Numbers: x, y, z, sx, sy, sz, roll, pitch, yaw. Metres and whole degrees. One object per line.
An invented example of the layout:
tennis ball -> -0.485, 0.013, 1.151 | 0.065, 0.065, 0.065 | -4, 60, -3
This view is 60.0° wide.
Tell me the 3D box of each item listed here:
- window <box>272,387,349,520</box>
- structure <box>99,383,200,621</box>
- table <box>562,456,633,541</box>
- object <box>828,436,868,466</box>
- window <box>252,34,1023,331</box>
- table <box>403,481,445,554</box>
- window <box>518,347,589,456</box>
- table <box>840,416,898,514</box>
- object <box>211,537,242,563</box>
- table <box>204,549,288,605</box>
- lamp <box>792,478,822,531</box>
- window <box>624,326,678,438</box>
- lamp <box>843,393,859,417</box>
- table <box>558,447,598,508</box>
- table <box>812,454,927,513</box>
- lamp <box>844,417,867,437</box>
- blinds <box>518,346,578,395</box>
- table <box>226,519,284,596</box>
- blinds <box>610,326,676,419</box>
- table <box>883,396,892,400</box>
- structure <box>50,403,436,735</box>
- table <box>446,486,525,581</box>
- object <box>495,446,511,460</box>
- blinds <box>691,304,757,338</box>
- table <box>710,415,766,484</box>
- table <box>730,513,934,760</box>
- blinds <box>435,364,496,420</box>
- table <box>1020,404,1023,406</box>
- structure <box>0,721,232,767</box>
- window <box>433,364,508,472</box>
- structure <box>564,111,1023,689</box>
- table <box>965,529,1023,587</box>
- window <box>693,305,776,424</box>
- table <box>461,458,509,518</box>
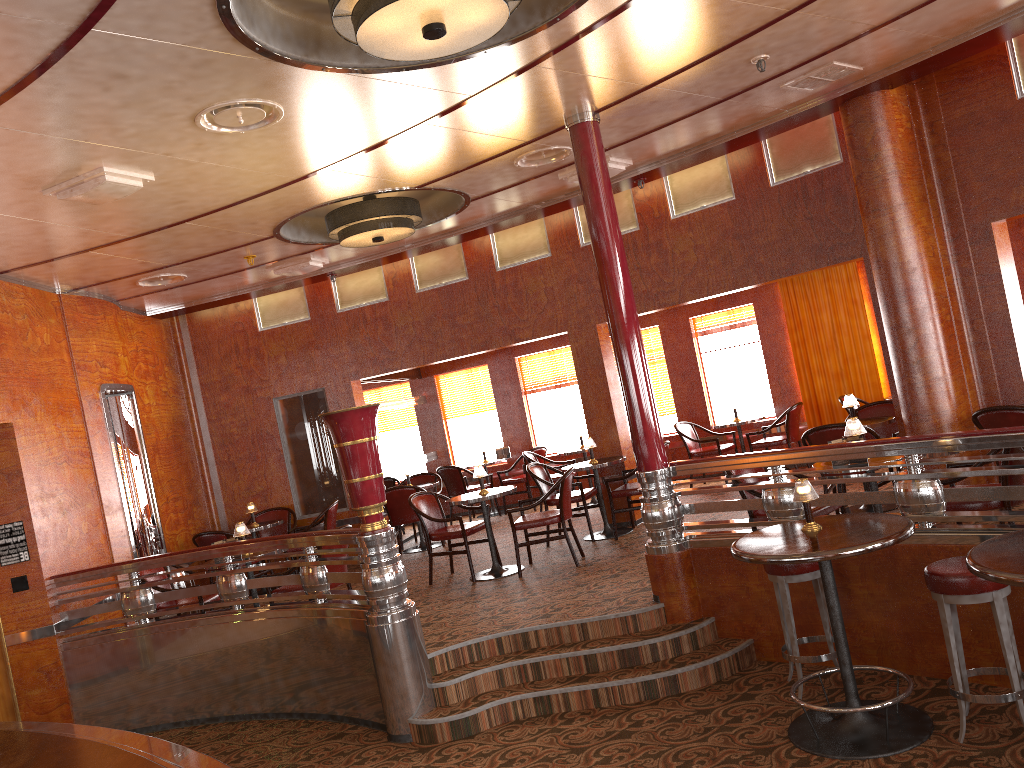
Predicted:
window -> -2.280, 0.800, 10.330 | 0.807, 1.440, 0.257 | -12, 0, 12
structure -> -3.408, 1.149, 8.249 | 0.557, 2.354, 0.811 | -12, 0, 8
table -> 0.871, 1.121, 8.682 | 0.640, 0.720, 0.639 | -12, -1, 16
object -> 1.969, 0.386, 5.143 | 0.195, 0.156, 0.170 | -11, -1, -44
window -> 1.845, -1.885, 6.902 | 11.965, 0.480, 1.954 | -12, -1, 44
table -> -1.095, 1.550, 10.293 | 0.640, 0.720, 0.639 | -12, -1, 16
window -> 0.596, 0.249, 12.239 | 0.821, 1.420, 0.040 | -12, 0, 22
table -> 2.910, 0.683, 7.366 | 0.639, 0.720, 0.640 | -11, -1, -2
object -> -2.169, 1.256, 6.733 | 0.195, 0.156, 0.169 | -11, -1, -19
table -> -1.984, 1.668, 6.861 | 0.640, 0.720, 0.639 | -12, -1, 16
lamp -> 1.454, 0.592, 4.375 | 0.130, 0.250, 0.130 | -11, 0, -2
window -> 1.713, 0.013, 11.706 | 0.821, 1.420, 0.040 | -12, 0, 28
lamp -> 2.821, 0.206, 7.366 | 0.131, 0.250, 0.130 | -12, 0, 34
table -> 0.957, 1.146, 10.996 | 0.639, 0.720, 0.640 | -11, -1, -2
table -> 2.199, 0.790, 5.302 | 0.639, 0.720, 0.640 | -11, -1, -43
lamp -> 2.056, 0.324, 5.293 | 0.131, 0.250, 0.130 | -12, 0, 34
blinds -> 0.491, -0.180, 12.199 | 0.804, 0.539, 0.057 | -12, 0, 22
table -> -2.659, 1.850, 9.319 | 0.640, 0.720, 0.639 | -12, -1, 16
blinds -> 1.668, -0.105, 11.666 | 0.804, 1.173, 0.050 | -12, 0, 28
table -> 4.240, 0.445, 9.141 | 0.639, 0.720, 0.640 | -11, -1, -9
structure -> -1.964, 1.394, 6.183 | 3.172, 2.024, 0.623 | -12, 0, 26
table -> -0.202, 1.324, 7.856 | 0.640, 0.720, 0.639 | -12, -1, 16
object -> -0.138, 0.940, 12.009 | 0.169, 0.156, 0.195 | -11, -1, -21
blinds -> 2.636, -0.781, 11.033 | 0.804, 0.258, 0.057 | -12, -1, 33
table -> 2.700, 0.780, 10.329 | 0.640, 0.720, 0.639 | -12, -1, 5
table -> 1.569, 1.184, 4.257 | 0.848, 0.960, 0.851 | -11, -1, -34
blinds -> -0.654, 0.123, 12.620 | 0.804, 0.661, 0.050 | -12, 0, 17
table -> 3.790, 0.480, 6.048 | 0.640, 0.720, 0.639 | -12, -1, 7
structure -> -1.460, 1.687, 0.545 | 3.205, 1.047, 7.816 | -11, -1, -14
window -> -0.570, 0.494, 12.646 | 0.839, 1.436, 0.150 | -12, 0, 17
structure -> 2.080, -0.269, 4.283 | 0.548, 3.605, 4.360 | -11, -1, -39
table -> 2.175, 1.041, 3.156 | 0.849, 0.960, 0.850 | -11, -1, -11
window -> 2.776, -0.215, 11.068 | 0.821, 1.420, 0.040 | -12, 0, 33
table -> -0.309, 1.424, 12.112 | 0.639, 0.720, 0.640 | -11, -1, -34
